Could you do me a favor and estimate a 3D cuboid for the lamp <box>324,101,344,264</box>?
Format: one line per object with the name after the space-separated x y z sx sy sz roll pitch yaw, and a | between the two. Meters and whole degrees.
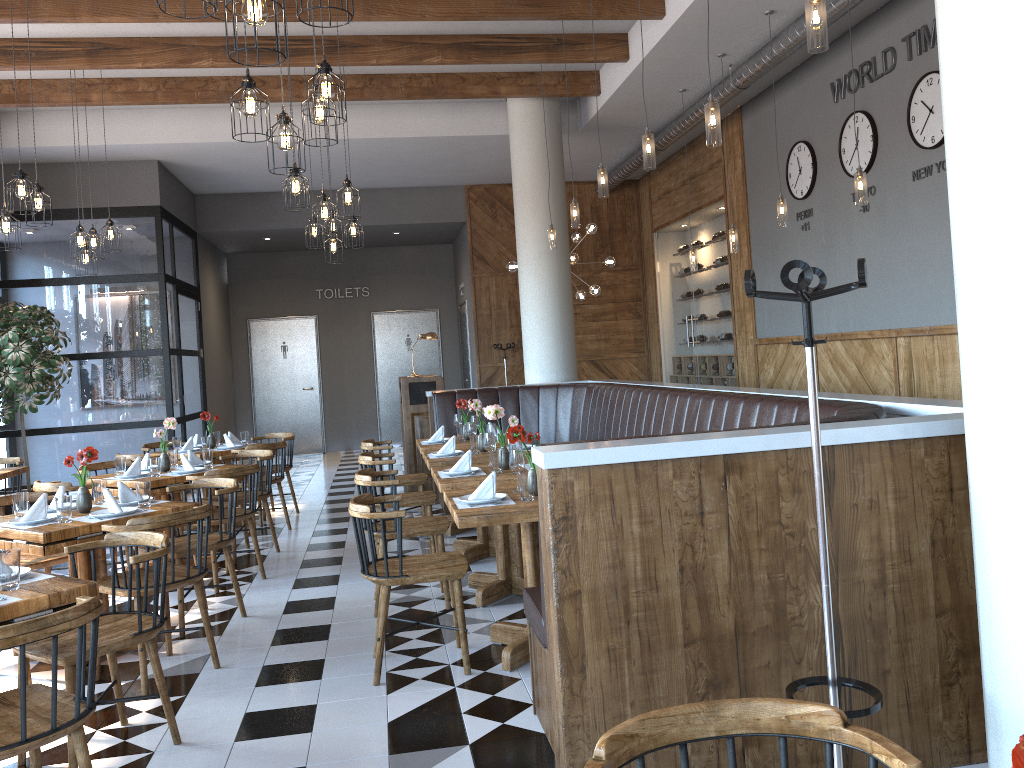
-1.779 -2.198 8.561 0.175 2.072 0.175 -4 -1 35 | lamp

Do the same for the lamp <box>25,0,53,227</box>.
-3.529 -2.196 6.505 0.175 2.072 0.175 -3 -1 -25 | lamp

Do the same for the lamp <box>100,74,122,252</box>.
-3.858 -2.291 8.403 0.175 2.072 0.175 -4 -1 4 | lamp

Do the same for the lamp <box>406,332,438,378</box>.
-0.994 -0.188 9.738 0.445 0.757 0.170 -4 0 -33 | lamp

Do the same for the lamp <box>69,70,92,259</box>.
-3.969 -2.172 8.042 0.175 2.072 0.175 -3 -1 -29 | lamp

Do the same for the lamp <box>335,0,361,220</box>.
-1.315 -2.305 6.810 0.175 2.072 0.175 -4 -1 31 | lamp

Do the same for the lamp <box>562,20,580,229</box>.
0.499 -2.350 7.798 0.078 1.965 0.078 -3 -1 -23 | lamp

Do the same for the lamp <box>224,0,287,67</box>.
-0.882 -2.079 2.854 0.175 2.072 0.175 -4 -1 9 | lamp

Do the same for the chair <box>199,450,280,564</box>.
-2.179 0.967 7.110 0.519 0.817 0.550 -4 0 36 | chair

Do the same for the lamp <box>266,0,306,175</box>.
-1.205 -2.109 4.501 0.175 2.072 0.175 -3 -1 -38 | lamp

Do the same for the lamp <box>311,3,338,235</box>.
-1.461 -2.159 6.650 0.175 2.072 0.175 -3 -1 -25 | lamp

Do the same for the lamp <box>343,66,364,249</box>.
-1.573 -2.341 8.506 0.175 2.072 0.175 -4 -1 2 | lamp

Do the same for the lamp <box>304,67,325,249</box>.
-1.983 -2.362 8.658 0.175 2.072 0.175 -4 -1 24 | lamp

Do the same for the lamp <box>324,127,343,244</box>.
-1.827 -2.433 8.793 0.175 2.072 0.175 -4 -1 35 | lamp

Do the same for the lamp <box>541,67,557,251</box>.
0.345 -2.314 8.837 0.078 1.965 0.078 -4 -1 23 | lamp

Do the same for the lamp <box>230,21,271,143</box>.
-1.330 -2.227 4.314 0.175 2.072 0.175 -4 -1 19 | lamp

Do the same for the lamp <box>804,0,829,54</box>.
1.150 -2.303 3.522 0.078 1.965 0.078 -3 -1 -33 | lamp

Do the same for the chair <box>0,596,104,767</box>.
-1.489 1.062 2.593 0.549 0.817 0.520 -4 0 36 | chair

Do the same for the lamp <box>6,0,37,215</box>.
-3.536 -2.246 6.298 0.175 2.072 0.175 -4 -1 -14 | lamp

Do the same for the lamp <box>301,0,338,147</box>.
-1.069 -2.297 4.660 0.175 2.072 0.175 -4 -1 41 | lamp

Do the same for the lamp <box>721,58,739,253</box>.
1.960 -2.172 8.064 0.078 1.965 0.078 -3 -1 -23 | lamp

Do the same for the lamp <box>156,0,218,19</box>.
-1.108 -2.239 2.858 0.175 2.072 0.175 -4 -1 -2 | lamp

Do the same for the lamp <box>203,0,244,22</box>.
-1.026 -2.307 3.048 0.175 2.072 0.175 -4 -1 9 | lamp

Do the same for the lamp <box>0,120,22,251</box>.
-3.716 -2.007 6.420 0.175 2.072 0.175 -4 -1 -14 | lamp

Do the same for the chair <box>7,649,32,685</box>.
-2.660 1.087 4.233 0.519 0.817 0.550 -4 0 36 | chair

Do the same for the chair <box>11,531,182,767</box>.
-1.626 1.043 3.494 0.519 0.817 0.550 -4 0 36 | chair

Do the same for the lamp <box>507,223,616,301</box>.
0.620 -1.927 11.526 1.184 2.193 1.162 -4 0 43 | lamp

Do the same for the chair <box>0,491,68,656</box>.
-2.797 1.068 5.134 0.549 0.817 0.520 -4 0 36 | chair

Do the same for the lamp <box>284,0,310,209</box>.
-1.691 -2.378 6.737 0.175 2.072 0.175 -3 -1 -25 | lamp

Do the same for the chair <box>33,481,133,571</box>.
-2.941 1.048 6.071 0.519 0.817 0.550 -4 0 36 | chair

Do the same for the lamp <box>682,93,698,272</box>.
1.805 -2.135 9.102 0.078 1.965 0.078 -4 -1 23 | lamp

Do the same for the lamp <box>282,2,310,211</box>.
-1.650 -2.318 6.531 0.175 2.072 0.175 -3 -1 -36 | lamp

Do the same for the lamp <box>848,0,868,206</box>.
2.281 -2.178 5.944 0.078 1.965 0.078 -4 -1 -1 | lamp

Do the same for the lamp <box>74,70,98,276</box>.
-4.022 -2.044 8.253 0.175 2.072 0.175 -4 -1 4 | lamp

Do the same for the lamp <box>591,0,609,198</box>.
0.643 -2.415 6.823 0.078 1.965 0.078 -4 -1 26 | lamp

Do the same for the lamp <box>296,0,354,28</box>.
-0.673 -2.225 2.897 0.175 2.072 0.175 -3 -1 -24 | lamp

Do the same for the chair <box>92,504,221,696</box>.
-1.761 1.025 4.371 0.549 0.817 0.520 -4 0 36 | chair

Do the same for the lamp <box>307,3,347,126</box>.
-0.991 -2.353 4.469 0.175 2.072 0.175 -3 -1 -38 | lamp

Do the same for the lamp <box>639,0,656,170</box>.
0.820 -2.356 5.679 0.078 1.965 0.078 -4 -1 10 | lamp

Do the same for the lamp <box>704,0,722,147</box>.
0.990 -2.221 4.617 0.078 1.965 0.078 -4 -1 32 | lamp

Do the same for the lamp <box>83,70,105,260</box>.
-4.051 -2.224 8.469 0.175 2.072 0.175 -4 -1 -7 | lamp

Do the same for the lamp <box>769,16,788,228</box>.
2.104 -2.236 7.088 0.078 1.965 0.078 -4 -1 26 | lamp

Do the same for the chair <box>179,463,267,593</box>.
-2.041 0.986 6.209 0.549 0.817 0.520 -4 0 36 | chair

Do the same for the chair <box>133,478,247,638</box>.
-1.898 1.005 5.272 0.519 0.817 0.550 -4 0 36 | chair

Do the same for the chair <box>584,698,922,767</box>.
0.405 0.980 1.314 0.519 0.817 0.549 -4 0 -9 | chair
